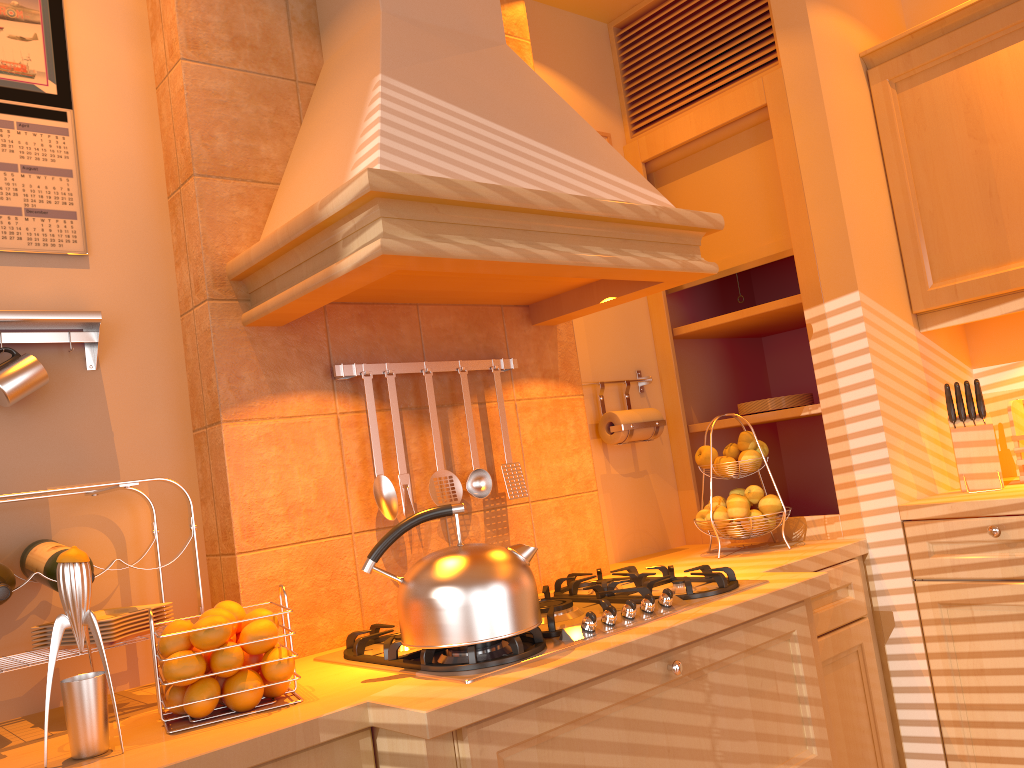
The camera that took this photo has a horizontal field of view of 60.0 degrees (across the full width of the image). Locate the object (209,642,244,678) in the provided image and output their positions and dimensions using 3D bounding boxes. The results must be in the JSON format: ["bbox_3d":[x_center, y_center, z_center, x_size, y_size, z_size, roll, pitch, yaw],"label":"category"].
[{"bbox_3d":[-0.437,0.422,1.358,0.052,0.053,0.062,-6,-6,-19],"label":"object"}]

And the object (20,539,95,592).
[{"bbox_3d":[-0.758,0.305,1.494,0.076,0.095,0.282,-3,-7,-41],"label":"object"}]

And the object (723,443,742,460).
[{"bbox_3d":[0.609,0.189,2.452,0.050,0.051,0.051,-7,-6,-16],"label":"object"}]

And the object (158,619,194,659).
[{"bbox_3d":[-0.509,0.390,1.353,0.057,0.060,0.052,-8,-6,-3],"label":"object"}]

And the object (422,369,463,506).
[{"bbox_3d":[-0.164,0.122,1.990,0.090,0.320,0.017,-3,-7,-41],"label":"object"}]

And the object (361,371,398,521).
[{"bbox_3d":[-0.282,0.130,1.881,0.055,0.323,0.028,-3,-7,-41],"label":"object"}]

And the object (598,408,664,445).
[{"bbox_3d":[0.350,0.122,2.586,0.186,0.094,0.096,-3,-7,-40],"label":"object"}]

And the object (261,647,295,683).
[{"bbox_3d":[-0.365,0.439,1.384,0.052,0.054,0.061,-7,-6,-14],"label":"object"}]

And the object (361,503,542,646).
[{"bbox_3d":[-0.087,0.313,1.525,0.242,0.215,0.251,-12,-7,36],"label":"object"}]

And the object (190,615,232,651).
[{"bbox_3d":[-0.458,0.378,1.348,0.063,0.051,0.053,-5,-7,-33],"label":"object"}]

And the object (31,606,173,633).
[{"bbox_3d":[-0.697,0.407,1.519,0.172,0.011,0.163,-10,-6,18],"label":"object"}]

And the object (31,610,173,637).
[{"bbox_3d":[-0.696,0.413,1.518,0.172,0.011,0.163,-10,-6,18],"label":"object"}]

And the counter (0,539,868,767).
[{"bbox_3d":[-0.062,0.508,1.743,2.250,0.038,0.770,-3,-7,-41],"label":"counter"}]

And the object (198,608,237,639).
[{"bbox_3d":[-0.467,0.382,1.406,0.063,0.053,0.051,-9,-6,11],"label":"object"}]

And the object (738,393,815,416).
[{"bbox_3d":[0.798,0.065,2.684,0.222,0.039,0.222,-6,-6,-23],"label":"object"}]

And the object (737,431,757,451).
[{"bbox_3d":[0.641,0.157,2.420,0.055,0.059,0.058,-9,-6,5],"label":"object"}]

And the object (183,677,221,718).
[{"bbox_3d":[-0.465,0.469,1.329,0.052,0.057,0.060,-9,-6,11],"label":"object"}]

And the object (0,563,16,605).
[{"bbox_3d":[-0.846,0.310,1.419,0.076,0.095,0.282,-3,-7,-41],"label":"object"}]

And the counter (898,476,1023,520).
[{"bbox_3d":[1.780,0.165,1.762,0.600,0.038,1.800,-3,-7,-41],"label":"counter"}]

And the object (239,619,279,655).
[{"bbox_3d":[-0.397,0.398,1.393,0.053,0.052,0.061,-10,-6,22],"label":"object"}]

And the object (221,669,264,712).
[{"bbox_3d":[-0.415,0.471,1.365,0.074,0.063,0.064,-11,-6,29],"label":"object"}]

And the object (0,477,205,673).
[{"bbox_3d":[-0.798,0.373,1.455,0.572,0.379,0.221,-3,-7,-41],"label":"object"}]

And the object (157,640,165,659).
[{"bbox_3d":[-0.530,0.410,1.399,0.053,0.051,0.063,-4,-7,-35],"label":"object"}]

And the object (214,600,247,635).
[{"bbox_3d":[-0.472,0.392,1.482,0.059,0.060,0.050,-9,-6,9],"label":"object"}]

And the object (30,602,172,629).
[{"bbox_3d":[-0.698,0.400,1.519,0.172,0.011,0.163,-10,-6,18],"label":"object"}]

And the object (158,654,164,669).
[{"bbox_3d":[-0.543,0.444,1.435,0.053,0.055,0.060,-4,-7,-37],"label":"object"}]

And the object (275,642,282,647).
[{"bbox_3d":[-0.399,0.442,1.445,0.051,0.055,0.061,-7,-6,-11],"label":"object"}]

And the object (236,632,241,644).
[{"bbox_3d":[-0.446,0.438,1.483,0.053,0.054,0.061,-4,-7,-34],"label":"object"}]

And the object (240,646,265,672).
[{"bbox_3d":[-0.422,0.440,1.425,0.062,0.053,0.051,-10,-6,17],"label":"object"}]

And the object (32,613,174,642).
[{"bbox_3d":[-0.695,0.420,1.517,0.172,0.011,0.163,-10,-6,18],"label":"object"}]

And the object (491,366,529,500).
[{"bbox_3d":[-0.011,0.114,2.119,0.061,0.323,0.020,-3,-7,-41],"label":"object"}]

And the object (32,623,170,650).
[{"bbox_3d":[-0.693,0.433,1.516,0.172,0.011,0.163,-10,-6,18],"label":"object"}]

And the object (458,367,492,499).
[{"bbox_3d":[-0.103,0.115,2.065,0.077,0.309,0.037,-3,-7,-41],"label":"object"}]

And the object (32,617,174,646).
[{"bbox_3d":[-0.694,0.426,1.517,0.172,0.011,0.163,-10,-6,18],"label":"object"}]

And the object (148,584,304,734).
[{"bbox_3d":[-0.459,0.425,1.412,0.207,0.174,0.189,-5,-6,-26],"label":"object"}]

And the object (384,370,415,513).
[{"bbox_3d":[-0.245,0.127,1.928,0.028,0.319,0.006,-3,-7,-41],"label":"object"}]

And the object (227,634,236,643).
[{"bbox_3d":[-0.480,0.419,1.443,0.061,0.051,0.055,-8,-6,4],"label":"object"}]

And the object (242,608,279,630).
[{"bbox_3d":[-0.412,0.393,1.451,0.063,0.053,0.051,-10,-6,22],"label":"object"}]

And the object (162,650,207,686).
[{"bbox_3d":[-0.489,0.424,1.325,0.063,0.051,0.053,-6,-6,-22],"label":"object"}]

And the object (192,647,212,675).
[{"bbox_3d":[-0.487,0.428,1.382,0.051,0.053,0.064,-9,-6,12],"label":"object"}]
